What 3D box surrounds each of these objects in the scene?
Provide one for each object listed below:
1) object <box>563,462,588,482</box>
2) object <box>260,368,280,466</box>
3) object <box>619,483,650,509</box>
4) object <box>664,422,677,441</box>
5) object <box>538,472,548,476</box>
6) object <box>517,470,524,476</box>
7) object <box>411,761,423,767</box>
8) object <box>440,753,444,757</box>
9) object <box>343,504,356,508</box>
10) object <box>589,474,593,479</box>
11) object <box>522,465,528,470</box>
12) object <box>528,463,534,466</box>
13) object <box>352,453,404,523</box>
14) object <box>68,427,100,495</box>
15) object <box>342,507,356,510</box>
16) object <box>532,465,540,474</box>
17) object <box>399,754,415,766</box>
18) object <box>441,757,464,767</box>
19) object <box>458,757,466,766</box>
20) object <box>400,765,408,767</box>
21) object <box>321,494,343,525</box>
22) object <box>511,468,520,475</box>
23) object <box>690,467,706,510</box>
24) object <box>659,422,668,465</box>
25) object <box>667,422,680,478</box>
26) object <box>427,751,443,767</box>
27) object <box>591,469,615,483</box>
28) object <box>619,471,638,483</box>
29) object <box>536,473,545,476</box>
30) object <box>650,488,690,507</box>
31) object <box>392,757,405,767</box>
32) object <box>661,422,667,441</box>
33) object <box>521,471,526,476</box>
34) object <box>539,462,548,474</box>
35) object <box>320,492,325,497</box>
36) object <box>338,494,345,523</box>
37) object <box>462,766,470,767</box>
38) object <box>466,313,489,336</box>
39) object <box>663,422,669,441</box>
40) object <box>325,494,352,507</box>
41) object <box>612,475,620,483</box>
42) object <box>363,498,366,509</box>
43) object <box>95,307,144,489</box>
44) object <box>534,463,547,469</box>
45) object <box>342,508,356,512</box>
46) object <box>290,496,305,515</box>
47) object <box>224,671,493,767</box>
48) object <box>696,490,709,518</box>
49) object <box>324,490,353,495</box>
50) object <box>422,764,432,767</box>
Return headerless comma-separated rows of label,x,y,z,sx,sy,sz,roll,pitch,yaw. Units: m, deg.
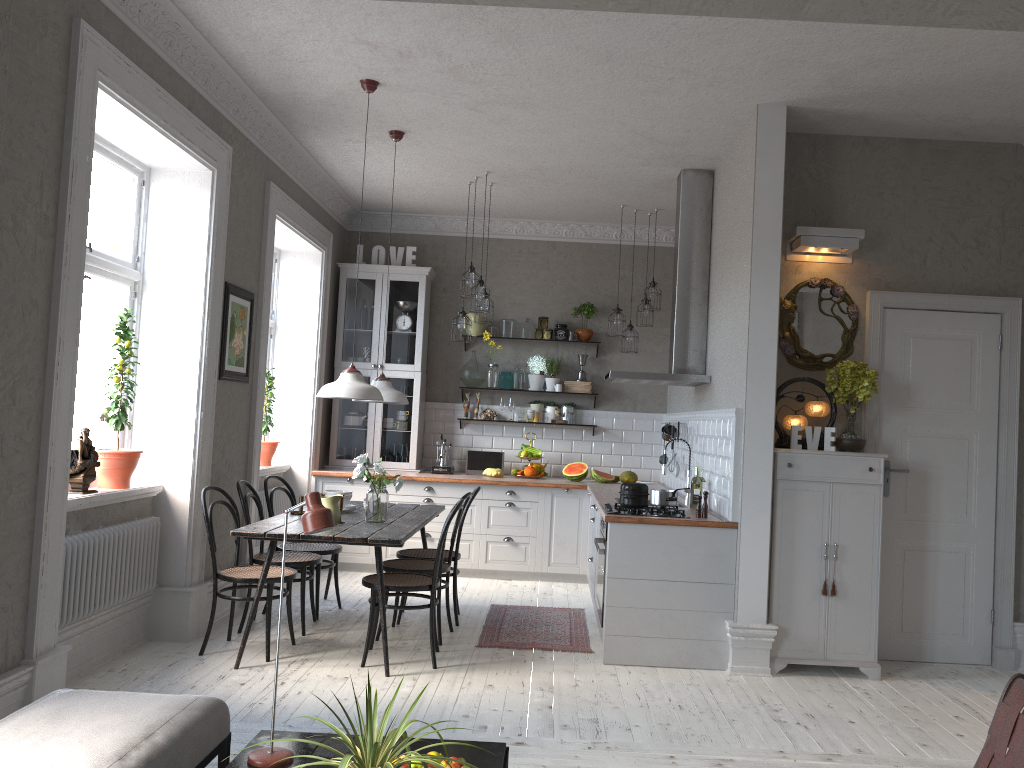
object,0.576,0.801,8.054,0.232,0.174,0.221,2,-3,23
object,-2.034,0.265,7.302,0.255,0.813,0.264,2,-3,29
object,0.742,0.678,5.386,0.193,0.147,0.190,4,-3,-19
object,1.332,0.403,7.424,0.107,0.161,0.138,2,-3,19
object,0.245,0.833,8.289,0.212,0.044,0.055,1,-3,39
object,0.085,0.822,8.209,0.084,0.057,0.090,1,-3,33
object,-0.285,1.154,2.664,0.063,0.058,0.060,5,-3,-44
object,-0.228,1.173,2.778,0.047,0.036,0.061,2,-2,13
object,-1.136,0.801,5.774,0.233,0.027,0.241,2,-3,24
object,0.820,0.876,8.271,0.198,0.067,0.103,3,-2,7
object,0.151,0.792,8.299,0.077,0.076,0.157,2,-3,28
object,0.183,0.783,8.292,0.085,0.093,0.086,3,-2,-3
object,-0.809,0.622,5.327,0.312,0.414,0.251,3,-2,0
object,-2.165,0.382,4.419,0.120,0.329,0.237,3,-2,4
object,-1.137,0.810,5.774,0.242,0.027,0.233,4,-3,-31
object,0.210,0.789,8.177,0.087,0.078,0.089,2,-3,28
object,-0.317,1.165,2.725,0.064,0.039,0.066,3,-2,7
object,-0.182,1.157,2.661,0.073,0.064,0.076,1,-3,32
object,-0.170,1.174,2.737,0.046,0.037,0.067,2,-3,28
object,-0.314,1.151,2.601,0.058,0.056,0.060,3,-2,-12
object,-1.064,0.723,5.119,0.153,0.170,0.133,5,-3,-37
object,0.047,0.819,8.245,0.075,0.072,0.154,1,-3,31
object,1.228,0.687,5.833,0.089,0.282,0.082,3,-2,2
object,1.364,0.534,7.934,0.077,0.379,0.082,3,-2,2
object,1.285,0.519,7.049,0.081,0.443,0.329,3,-2,3
object,-0.239,1.157,2.710,0.060,0.062,0.063,4,-3,-17
object,0.830,0.836,8.002,0.227,0.127,0.147,4,-3,-16
object,1.070,0.856,8.125,0.208,0.119,0.129,5,-3,-36
object,0.256,0.838,8.167,0.069,0.051,0.088,5,-3,-41
object,1.021,0.709,5.612,0.297,0.134,0.178,1,-3,36
object,-0.347,1.151,2.656,0.058,0.058,0.058,4,-3,-16
object,1.352,0.414,7.679,0.107,0.161,0.138,2,-3,14
object,0.100,0.833,8.224,0.070,0.076,0.226,4,-2,-15
object,0.286,0.775,8.242,0.060,0.120,0.127,2,-3,26
object,-1.126,0.724,5.238,0.061,0.172,0.063,2,-3,23
object,-1.005,0.732,5.201,0.058,0.167,0.060,2,-3,15
object,-0.129,1.163,2.622,0.058,0.053,0.060,3,-2,8
object,-0.337,-0.555,8.428,0.189,0.216,0.175,2,-3,15
object,1.347,0.409,7.550,0.108,0.161,0.137,3,-2,4
object,-1.135,0.765,5.775,0.180,0.094,0.178,3,-2,-8
object,0.935,0.875,8.174,0.204,0.073,0.118,5,-3,-35
object,-0.916,0.785,5.817,0.123,0.119,0.129,2,-3,17
object,-2.132,0.069,4.824,0.264,0.991,0.276,1,-3,41
object,0.260,0.767,8.250,0.127,0.056,0.059,3,-2,-7
object,-1.137,0.819,5.773,0.234,0.027,0.240,2,-3,19
object,-1.321,0.757,5.549,0.141,0.112,0.138,4,-3,-16
object,-0.341,0.964,2.325,0.722,0.420,0.671,2,-3,19
object,1.138,0.716,5.300,0.073,0.167,0.036,3,-2,1
object,-1.134,0.745,5.776,0.180,0.094,0.178,3,-2,-8
object,-0.247,1.154,2.616,0.057,0.058,0.058,3,-2,-8
